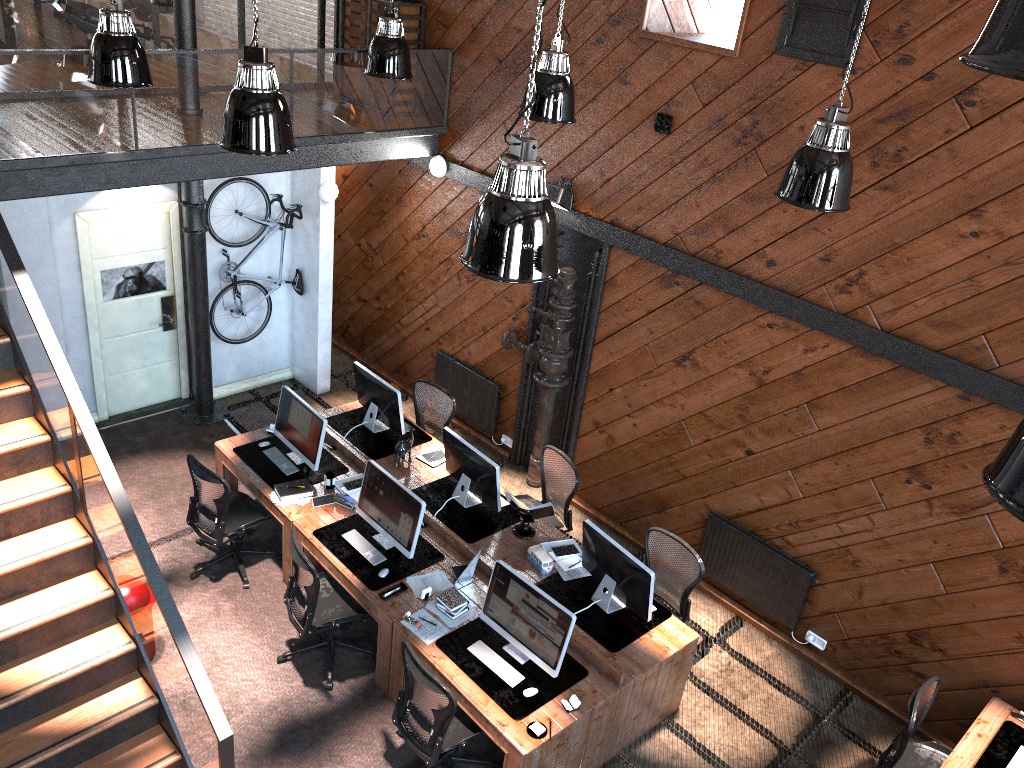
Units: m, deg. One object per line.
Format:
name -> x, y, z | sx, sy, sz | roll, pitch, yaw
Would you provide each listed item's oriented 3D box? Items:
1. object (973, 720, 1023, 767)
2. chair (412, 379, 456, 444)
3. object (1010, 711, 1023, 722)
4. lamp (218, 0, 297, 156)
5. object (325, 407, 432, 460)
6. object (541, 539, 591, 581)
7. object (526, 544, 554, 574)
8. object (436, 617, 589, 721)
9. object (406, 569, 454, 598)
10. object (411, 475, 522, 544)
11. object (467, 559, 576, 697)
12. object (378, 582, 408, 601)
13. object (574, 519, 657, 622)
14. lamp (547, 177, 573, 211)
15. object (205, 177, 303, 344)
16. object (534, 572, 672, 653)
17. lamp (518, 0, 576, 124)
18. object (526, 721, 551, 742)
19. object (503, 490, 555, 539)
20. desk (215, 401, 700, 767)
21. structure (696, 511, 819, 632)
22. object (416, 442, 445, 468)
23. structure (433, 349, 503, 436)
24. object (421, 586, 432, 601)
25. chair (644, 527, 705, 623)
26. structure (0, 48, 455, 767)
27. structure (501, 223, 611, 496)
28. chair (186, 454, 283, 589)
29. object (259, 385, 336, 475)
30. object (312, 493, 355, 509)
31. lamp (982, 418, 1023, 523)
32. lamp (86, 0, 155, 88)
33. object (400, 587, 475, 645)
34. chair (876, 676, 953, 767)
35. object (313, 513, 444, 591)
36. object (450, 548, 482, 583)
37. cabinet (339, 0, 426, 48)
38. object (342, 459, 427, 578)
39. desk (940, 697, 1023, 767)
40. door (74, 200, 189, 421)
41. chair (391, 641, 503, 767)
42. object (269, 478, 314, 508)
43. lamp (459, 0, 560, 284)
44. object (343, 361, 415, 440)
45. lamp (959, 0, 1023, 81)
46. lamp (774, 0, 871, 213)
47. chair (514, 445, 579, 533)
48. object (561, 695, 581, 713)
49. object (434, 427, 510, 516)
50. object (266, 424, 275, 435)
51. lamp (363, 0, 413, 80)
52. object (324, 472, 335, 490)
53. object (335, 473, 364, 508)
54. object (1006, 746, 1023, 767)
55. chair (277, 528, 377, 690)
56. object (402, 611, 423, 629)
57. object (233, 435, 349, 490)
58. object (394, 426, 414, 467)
object -> 3.308, 2.524, 5.557 | 0.848, 0.008, 0.687 | -20, 38, -41
chair -> -0.915, 0.573, 8.657 | 0.770, 1.085, 0.792 | 18, 29, 19
object -> 3.490, 2.264, 6.035 | 0.159, 0.064, 0.054 | 26, 33, 31
lamp -> -1.368, -2.452, 4.704 | 0.445, 2.372, 0.445 | 10, 28, 4
object -> -1.267, 0.429, 8.388 | 0.687, 0.008, 0.848 | -18, 37, -40
object -> 0.448, 1.374, 6.994 | 0.304, 0.017, 0.467 | -4, 30, -22
object -> 0.223, 1.362, 6.898 | 0.128, 0.146, 0.253 | -10, 32, -30
object -> -0.003, 1.852, 6.000 | 0.687, 0.008, 0.848 | -18, 37, -40
object -> -0.609, 1.477, 6.566 | 0.315, 0.002, 0.246 | -9, 32, -28
object -> -0.373, 1.016, 7.496 | 0.687, 0.008, 0.848 | -18, 37, -40
object -> 0.111, 1.584, 5.948 | 0.714, 0.573, 0.610 | 30, 35, 36
object -> -0.862, 1.501, 6.427 | 0.215, 0.031, 0.089 | -19, 38, -41
object -> 0.776, 1.398, 6.474 | 0.663, 0.578, 0.811 | 11, 28, 7
lamp -> 0.389, -1.704, 7.977 | 0.262, 0.260, 0.328 | -19, 38, -41
object -> -2.683, -1.297, 9.425 | 0.655, 1.846, 1.022 | 16, 29, 16
object -> 0.669, 1.616, 6.618 | 0.687, 0.008, 0.848 | -18, 37, -40
lamp -> 0.403, -3.062, 6.169 | 0.445, 2.372, 0.445 | 3, 28, -9
object -> 0.168, 2.133, 5.486 | 0.154, 0.026, 0.158 | 7, 28, -1
object -> 0.122, 1.039, 7.165 | 0.417, 0.380, 0.304 | 15, 28, 14
desk -> -0.679, 1.455, 7.305 | 1.748, 0.840, 4.117 | -18, 37, -39
structure -> 2.054, 1.598, 7.529 | 0.073, 0.628, 1.064 | -19, 38, -41
object -> -0.689, 0.641, 8.075 | 0.229, 0.060, 0.316 | 26, 33, 31
structure -> -0.494, 0.100, 9.735 | 0.073, 0.628, 1.064 | -19, 38, -41
object -> -0.619, 1.513, 6.392 | 0.076, 0.102, 0.034 | -19, 37, -40
chair -> 1.072, 1.745, 6.929 | 0.770, 1.085, 0.792 | 23, 31, 27
structure -> -3.704, 0.413, 5.838 | 10.620, 4.603, 5.793 | -19, 38, -41
structure -> 0.359, -0.236, 8.747 | 0.500, 2.745, 1.003 | -15, 35, -36
chair -> -2.361, 1.037, 7.412 | 0.770, 1.085, 0.792 | 18, 29, 19
object -> -1.891, 0.412, 7.682 | 0.692, 0.581, 0.586 | 8, 28, 1
object -> -1.460, 0.949, 7.266 | 0.347, 0.083, 0.129 | 4, 28, -8
lamp -> 1.748, -0.693, 2.034 | 0.445, 2.372, 0.445 | 7, 28, 0
lamp -> -2.673, -3.212, 5.822 | 0.445, 2.372, 0.445 | 29, 34, 35
object -> -0.516, 1.604, 6.244 | 0.319, 0.098, 0.478 | 29, 35, 35
chair -> 2.783, 2.536, 5.857 | 0.792, 1.085, 0.770 | 18, 29, 19
object -> -1.039, 1.249, 6.886 | 0.687, 0.008, 0.848 | -18, 37, -40
object -> -0.353, 1.318, 6.589 | 0.165, 0.320, 0.178 | -13, 34, -33
cabinet -> -1.363, -3.419, 9.144 | 0.365, 1.081, 0.957 | -19, 38, -41
object -> -0.976, 1.024, 6.743 | 0.654, 0.576, 0.735 | 8, 28, 0
desk -> 2.482, 3.343, 4.511 | 4.117, 0.840, 1.748 | -19, 38, -41
door -> -3.850, -0.727, 9.110 | 1.013, 2.268, 0.064 | -19, 38, -41
chair -> -0.437, 2.126, 5.825 | 0.770, 1.085, 0.792 | 23, 31, 27
object -> -1.818, 0.889, 7.310 | 0.363, 0.065, 0.325 | -3, 29, -20
lamp -> 0.128, -1.573, 3.411 | 0.445, 2.372, 0.445 | -5, 30, -22
object -> -1.217, 0.168, 8.308 | 0.648, 0.576, 0.799 | 7, 28, -1
lamp -> 0.890, -0.674, 1.084 | 0.445, 0.605, 0.445 | 29, 34, 35
lamp -> 1.956, -2.150, 4.831 | 0.445, 2.372, 0.445 | -11, 33, -31
chair -> 0.211, 1.152, 7.839 | 0.770, 1.085, 0.792 | 30, 35, 36
object -> 0.376, 2.042, 5.674 | 0.106, 0.063, 0.082 | -8, 31, -27
object -> -0.307, 0.743, 7.446 | 0.642, 0.578, 0.772 | 7, 28, -1
object -> -2.194, 0.414, 8.122 | 0.082, 0.063, 0.106 | 14, 28, 11
lamp -> -0.970, -3.807, 7.380 | 0.445, 2.372, 0.445 | 10, 28, 4
object -> -1.537, 0.809, 7.469 | 0.078, 0.138, 0.099 | -8, 31, -27
object -> -1.279, 0.896, 7.469 | 0.304, 0.017, 0.467 | -14, 34, -35
object -> 3.179, 2.463, 5.602 | 0.577, 0.040, 0.139 | -17, 36, -38
chair -> -1.371, 1.573, 6.642 | 0.770, 1.085, 0.792 | 30, 35, 36
object -> -0.692, 1.635, 6.178 | 0.159, 0.064, 0.054 | 23, 31, 27
object -> -1.940, 0.664, 7.771 | 0.687, 0.008, 0.848 | -18, 37, -40
object -> -0.946, 0.534, 7.899 | 0.135, 0.351, 0.229 | 29, 34, 35
